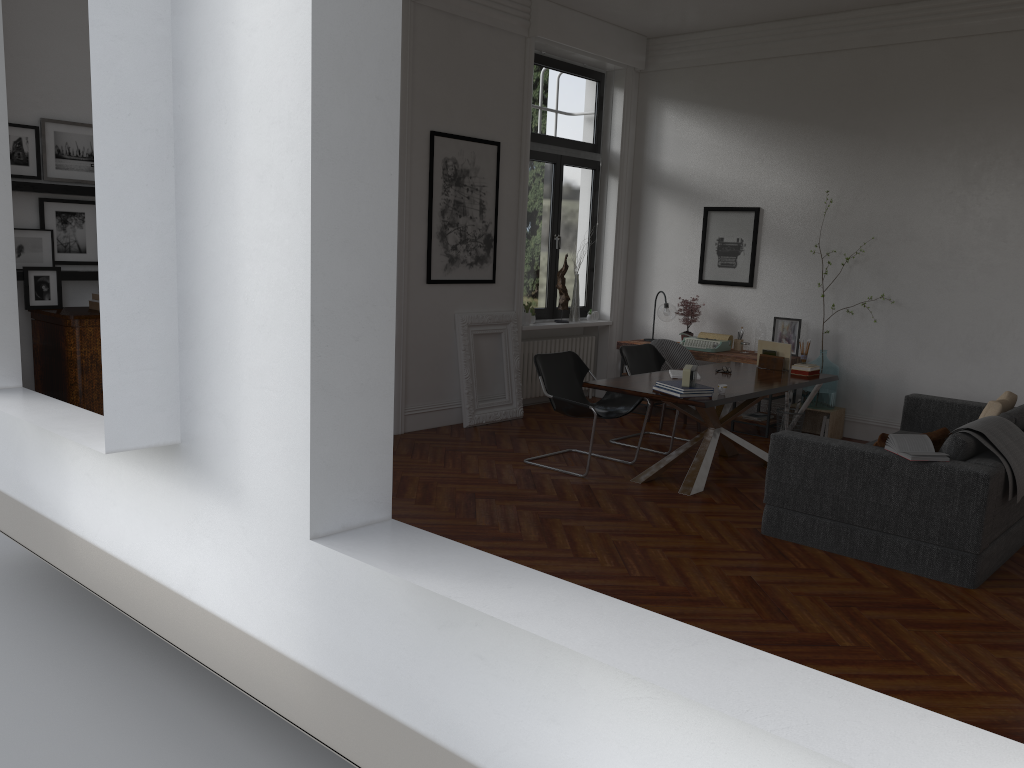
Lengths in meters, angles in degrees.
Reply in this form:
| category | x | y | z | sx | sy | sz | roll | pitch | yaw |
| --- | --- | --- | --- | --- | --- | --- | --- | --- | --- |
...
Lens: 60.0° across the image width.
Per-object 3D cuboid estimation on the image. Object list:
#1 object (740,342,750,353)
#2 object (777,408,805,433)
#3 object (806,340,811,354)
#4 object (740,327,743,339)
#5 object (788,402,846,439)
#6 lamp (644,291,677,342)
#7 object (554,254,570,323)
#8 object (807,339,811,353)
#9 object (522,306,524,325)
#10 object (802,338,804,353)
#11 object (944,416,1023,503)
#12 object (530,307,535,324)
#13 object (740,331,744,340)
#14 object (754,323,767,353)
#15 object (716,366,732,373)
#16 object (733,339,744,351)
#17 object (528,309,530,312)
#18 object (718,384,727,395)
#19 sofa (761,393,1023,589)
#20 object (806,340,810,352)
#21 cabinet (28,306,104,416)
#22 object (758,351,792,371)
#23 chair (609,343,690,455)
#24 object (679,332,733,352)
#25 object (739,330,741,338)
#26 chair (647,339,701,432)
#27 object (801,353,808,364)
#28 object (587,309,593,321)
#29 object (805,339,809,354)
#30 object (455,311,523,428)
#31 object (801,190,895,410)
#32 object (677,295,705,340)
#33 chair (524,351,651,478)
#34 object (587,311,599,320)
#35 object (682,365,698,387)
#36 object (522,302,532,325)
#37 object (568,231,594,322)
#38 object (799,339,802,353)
| category | x | y | z | sx | sy | sz | roll | pitch | yaw |
| --- | --- | --- | --- | --- | --- | --- | --- | --- | --- |
| object | 2.339 | -0.365 | 8.909 | 0.093 | 0.102 | 0.093 | 9 | 11 | 32 |
| object | 2.635 | 0.402 | 8.422 | 0.261 | 0.306 | 0.260 | 4 | 10 | 6 |
| object | 2.483 | -0.277 | 7.453 | 0.008 | 0.194 | 0.049 | -2 | 11 | -25 |
| object | 2.350 | -0.469 | 9.115 | 0.023 | 0.240 | 0.028 | 10 | 13 | 38 |
| object | 2.947 | 0.376 | 8.624 | 0.434 | 0.318 | 0.341 | 11 | 12 | 41 |
| lamp | 1.597 | -0.724 | 9.530 | 0.207 | 0.552 | 0.440 | -2 | 11 | -25 |
| object | 0.552 | -1.034 | 9.566 | 0.165 | 0.756 | 0.142 | 1 | 10 | -6 |
| object | 2.492 | -0.280 | 7.463 | 0.008 | 0.196 | 0.036 | -5 | 12 | -36 |
| object | 0.100 | -0.723 | 9.178 | 0.051 | 0.214 | 0.051 | 0 | 10 | -14 |
| object | 2.460 | -0.288 | 7.501 | 0.008 | 0.196 | 0.032 | 2 | 10 | -5 |
| object | 2.878 | 0.424 | 5.267 | 0.399 | 0.389 | 0.751 | 11 | 12 | 41 |
| object | 0.207 | -0.730 | 9.337 | 0.097 | 0.186 | 0.099 | -2 | 11 | -25 |
| object | 2.350 | -0.451 | 9.104 | 0.054 | 0.208 | 0.008 | 7 | 11 | 24 |
| object | 2.509 | -0.466 | 8.948 | 0.111 | 0.303 | 0.111 | 0 | 10 | -12 |
| object | 1.746 | -0.122 | 7.346 | 0.133 | 0.047 | 0.114 | 3 | 9 | 4 |
| object | 2.326 | -0.402 | 9.107 | 0.075 | 0.114 | 0.058 | 11 | 13 | 41 |
| object | 0.160 | -0.714 | 9.213 | 0.051 | 0.189 | 0.051 | 0 | 10 | -14 |
| object | 1.459 | 0.038 | 6.180 | 0.082 | 0.065 | 0.064 | -2 | 11 | -28 |
| sofa | 2.905 | 0.542 | 6.068 | 1.259 | 0.832 | 2.640 | 11 | 12 | 41 |
| object | 2.493 | -0.283 | 7.488 | 0.044 | 0.194 | 0.008 | -1 | 11 | -18 |
| cabinet | -2.344 | 0.124 | 5.789 | 0.639 | 1.222 | 1.264 | 11 | 13 | 41 |
| object | 2.277 | -0.213 | 7.677 | 0.228 | 0.167 | 0.149 | 11 | 13 | 41 |
| chair | 1.366 | 0.118 | 7.910 | 0.744 | 0.876 | 0.751 | 11 | 13 | 41 |
| object | 1.944 | -0.439 | 9.086 | 0.534 | 0.149 | 0.483 | 10 | 12 | 39 |
| object | 2.335 | -0.453 | 9.123 | 0.008 | 0.208 | 0.054 | 8 | 11 | 28 |
| chair | 1.609 | -0.006 | 8.721 | 0.715 | 0.903 | 0.546 | 9 | 12 | 34 |
| object | 2.465 | -0.216 | 7.488 | 0.058 | 0.091 | 0.058 | 8 | 11 | 28 |
| object | 0.879 | -0.776 | 9.985 | 0.072 | 0.135 | 0.072 | -2 | 11 | -23 |
| object | 2.486 | -0.285 | 7.496 | 0.038 | 0.195 | 0.008 | -2 | 11 | -22 |
| object | -0.203 | -0.155 | 8.595 | 0.233 | 1.066 | 0.828 | 11 | 13 | 41 |
| object | 3.174 | -0.776 | 8.359 | 0.807 | 2.066 | 0.352 | 7 | 11 | 22 |
| object | 1.878 | -0.692 | 9.468 | 0.290 | 0.531 | 0.307 | 2 | 10 | -4 |
| chair | 0.583 | 0.220 | 7.041 | 0.744 | 0.876 | 0.751 | 11 | 13 | 41 |
| object | 0.930 | -0.784 | 10.170 | 0.132 | 0.098 | 0.134 | 4 | 10 | 11 |
| object | 1.234 | -0.056 | 6.147 | 0.082 | 0.126 | 0.274 | 5 | 9 | 15 |
| object | 0.155 | -0.725 | 9.108 | 0.098 | 0.245 | 0.102 | 6 | 10 | 19 |
| object | 0.763 | -1.203 | 9.729 | 0.289 | 1.058 | 0.295 | 12 | 14 | 44 |
| object | 2.440 | -0.283 | 7.481 | 0.049 | 0.194 | 0.008 | 4 | 10 | 11 |
